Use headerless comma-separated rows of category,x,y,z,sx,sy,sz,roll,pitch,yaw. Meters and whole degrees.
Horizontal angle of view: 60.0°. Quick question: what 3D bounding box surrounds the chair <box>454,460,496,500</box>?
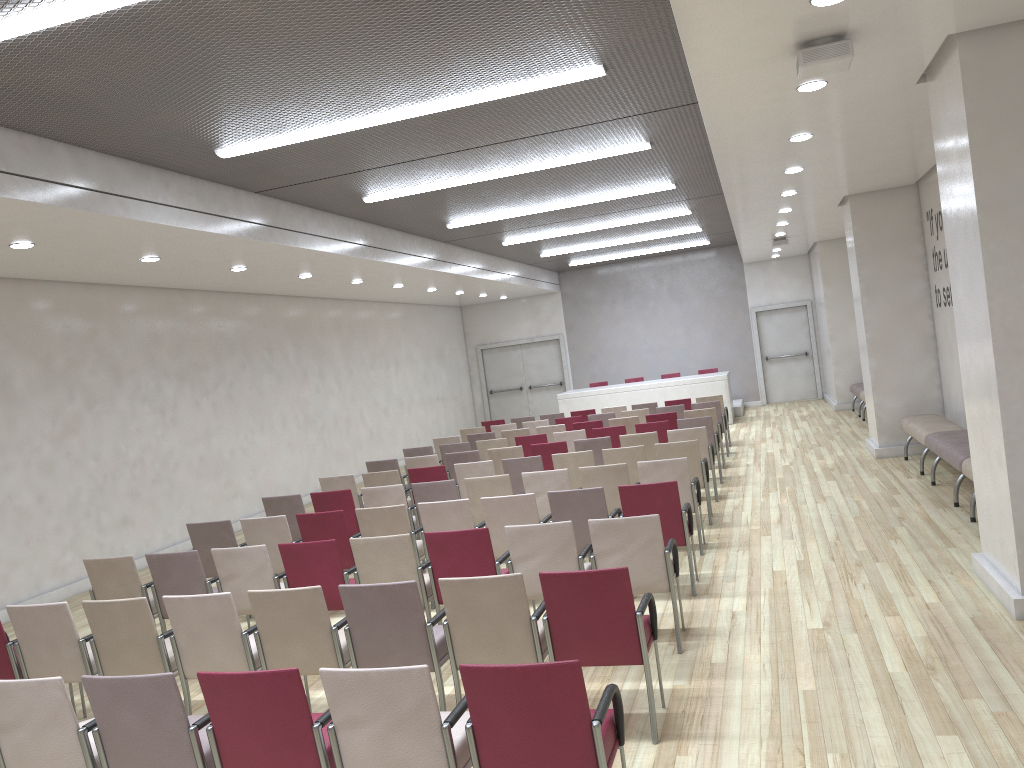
chair,-0.292,1.273,9.947,0.513,0.890,0.640,-7,2,15

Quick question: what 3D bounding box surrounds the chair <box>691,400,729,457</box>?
chair,3.138,0.701,14.049,0.513,0.890,0.640,-7,2,17

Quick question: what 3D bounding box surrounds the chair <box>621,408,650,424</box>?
chair,2.085,0.832,14.370,0.513,0.890,0.640,-7,2,16

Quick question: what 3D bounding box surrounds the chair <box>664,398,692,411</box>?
chair,2.950,0.688,15.387,0.513,0.890,0.640,-7,2,15

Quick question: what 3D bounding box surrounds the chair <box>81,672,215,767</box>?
chair,-1.427,1.598,3.884,0.513,0.890,0.640,-7,2,16

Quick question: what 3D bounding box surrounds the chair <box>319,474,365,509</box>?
chair,-1.866,1.469,10.393,0.513,0.890,0.640,-7,2,17

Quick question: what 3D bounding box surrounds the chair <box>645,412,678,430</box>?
chair,2.273,0.845,13.036,0.513,0.890,0.640,-7,2,16

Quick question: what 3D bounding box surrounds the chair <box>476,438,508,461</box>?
chair,-0.154,1.183,12.454,0.513,0.890,0.640,-7,2,16

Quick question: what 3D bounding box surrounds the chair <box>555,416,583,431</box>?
chair,1.047,0.960,14.673,0.513,0.890,0.640,-7,2,16

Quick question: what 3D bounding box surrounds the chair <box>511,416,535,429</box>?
chair,0.322,1.014,16.147,0.513,0.890,0.640,-7,2,16

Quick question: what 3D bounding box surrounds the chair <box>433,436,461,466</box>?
chair,-0.876,1.236,13.933,0.513,0.890,0.640,-7,2,17

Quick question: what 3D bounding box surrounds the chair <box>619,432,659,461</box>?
chair,1.608,1.001,10.664,0.513,0.890,0.640,-7,2,15

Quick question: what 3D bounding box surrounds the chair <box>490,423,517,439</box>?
chair,-0.012,1.092,14.963,0.513,0.890,0.640,-7,2,16

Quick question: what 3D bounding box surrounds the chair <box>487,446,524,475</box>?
chair,0.045,1.195,11.109,0.513,0.890,0.640,-7,2,16

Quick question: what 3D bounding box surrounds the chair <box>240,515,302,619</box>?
chair,-1.995,1.559,7.869,0.513,0.890,0.640,-7,2,16

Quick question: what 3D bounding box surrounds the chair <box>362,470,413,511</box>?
chair,-1.348,1.405,10.241,0.513,0.890,0.640,-7,2,16

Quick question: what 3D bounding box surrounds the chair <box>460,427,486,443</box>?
chair,-0.533,1.157,15.125,0.513,0.890,0.640,-7,2,15

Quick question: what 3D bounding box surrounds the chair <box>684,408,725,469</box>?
chair,2.796,0.780,12.882,0.513,0.890,0.640,-7,2,16

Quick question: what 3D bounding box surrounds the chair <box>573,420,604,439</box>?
chair,1.237,0.974,13.323,0.513,0.890,0.640,-7,2,15

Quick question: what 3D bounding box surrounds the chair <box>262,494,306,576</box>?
chair,-2.187,1.545,9.214,0.513,0.890,0.640,-7,2,16

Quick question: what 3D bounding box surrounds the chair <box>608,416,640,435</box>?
chair,1.752,0.910,13.185,0.513,0.890,0.640,-7,2,15

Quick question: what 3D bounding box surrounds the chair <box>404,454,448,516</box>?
chair,-1.008,1.326,11.415,0.513,0.890,0.640,-7,2,16

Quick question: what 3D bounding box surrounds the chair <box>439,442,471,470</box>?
chair,-0.671,1.247,12.602,0.513,0.890,0.640,-7,2,16

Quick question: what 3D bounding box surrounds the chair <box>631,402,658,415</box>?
chair,2.412,0.755,15.541,0.513,0.890,0.640,-7,2,17

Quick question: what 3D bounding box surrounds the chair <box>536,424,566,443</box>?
chair,0.707,1.040,13.477,0.513,0.890,0.640,-7,2,17

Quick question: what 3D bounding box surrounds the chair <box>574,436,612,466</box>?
chair,1.084,1.066,10.824,0.513,0.890,0.640,-7,2,16

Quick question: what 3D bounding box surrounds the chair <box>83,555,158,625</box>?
chair,-2.850,1.701,6.845,0.513,0.890,0.640,-7,2,17

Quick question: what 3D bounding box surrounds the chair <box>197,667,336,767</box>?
chair,-0.899,1.532,3.735,0.513,0.890,0.640,-7,2,15

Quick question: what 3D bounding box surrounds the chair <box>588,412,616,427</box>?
chair,1.565,0.896,14.508,0.513,0.890,0.640,-7,2,16

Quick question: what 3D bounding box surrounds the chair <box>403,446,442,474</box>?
chair,-1.199,1.313,12.761,0.513,0.890,0.640,-7,2,15

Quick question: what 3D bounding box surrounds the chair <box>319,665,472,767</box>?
chair,-0.378,1.468,3.572,0.513,0.890,0.640,-7,2,16

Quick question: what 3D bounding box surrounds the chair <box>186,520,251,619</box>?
chair,-2.521,1.623,8.036,0.513,0.890,0.640,-7,2,15

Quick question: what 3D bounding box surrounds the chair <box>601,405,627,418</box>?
chair,1.903,0.818,15.697,0.513,0.890,0.640,-7,2,17

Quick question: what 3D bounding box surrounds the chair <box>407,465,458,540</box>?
chair,-0.816,1.339,10.086,0.513,0.890,0.640,-7,2,16

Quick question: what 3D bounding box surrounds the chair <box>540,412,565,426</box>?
chair,0.843,0.949,16.008,0.513,0.890,0.640,-7,2,17

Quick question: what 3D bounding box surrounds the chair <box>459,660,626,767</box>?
chair,0.157,1.402,3.414,0.513,0.890,0.640,-7,2,16

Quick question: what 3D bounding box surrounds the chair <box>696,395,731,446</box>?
chair,3.457,0.625,15.235,0.513,0.890,0.640,-7,2,16

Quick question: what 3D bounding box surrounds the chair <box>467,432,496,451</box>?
chair,-0.344,1.170,13.781,0.513,0.890,0.640,-7,2,15

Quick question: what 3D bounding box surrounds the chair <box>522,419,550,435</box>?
chair,0.512,1.027,14.825,0.513,0.890,0.640,-7,2,15

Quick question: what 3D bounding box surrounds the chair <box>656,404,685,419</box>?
chair,2.615,0.766,14.203,0.513,0.890,0.640,-7,2,16

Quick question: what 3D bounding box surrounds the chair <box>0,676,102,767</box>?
chair,-1.944,1.662,4.030,0.513,0.890,0.640,-7,2,16

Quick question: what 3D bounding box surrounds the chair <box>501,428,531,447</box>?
chair,0.175,1.105,13.642,0.513,0.890,0.640,-7,2,15

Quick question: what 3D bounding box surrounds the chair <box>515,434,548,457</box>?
chair,0.381,1.116,12.310,0.513,0.890,0.640,-7,2,15

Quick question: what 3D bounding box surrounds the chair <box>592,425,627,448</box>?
chair,1.412,0.989,11.995,0.513,0.890,0.640,-7,2,17

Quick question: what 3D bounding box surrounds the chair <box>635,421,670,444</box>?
chair,1.957,0.921,11.847,0.513,0.890,0.640,-7,2,16

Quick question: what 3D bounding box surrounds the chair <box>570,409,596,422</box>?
chair,1.371,0.884,15.847,0.513,0.890,0.640,-7,2,15

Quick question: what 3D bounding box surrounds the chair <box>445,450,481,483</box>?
chair,-0.484,1.261,11.265,0.513,0.890,0.640,-7,2,17

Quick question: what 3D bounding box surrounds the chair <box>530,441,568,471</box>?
chair,0.569,1.130,10.978,0.513,0.890,0.640,-7,2,15

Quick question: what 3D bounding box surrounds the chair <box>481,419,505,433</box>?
chair,-0.214,1.081,16.300,0.513,0.890,0.640,-7,2,16

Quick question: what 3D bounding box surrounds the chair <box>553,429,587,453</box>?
chair,0.895,1.053,12.153,0.513,0.890,0.640,-7,2,16

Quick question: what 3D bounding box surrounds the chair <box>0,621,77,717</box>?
chair,-3.180,1.779,5.660,0.513,0.890,0.640,-7,2,15

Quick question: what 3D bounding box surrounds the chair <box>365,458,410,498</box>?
chair,-1.525,1.390,11.579,0.513,0.890,0.640,-7,2,17
